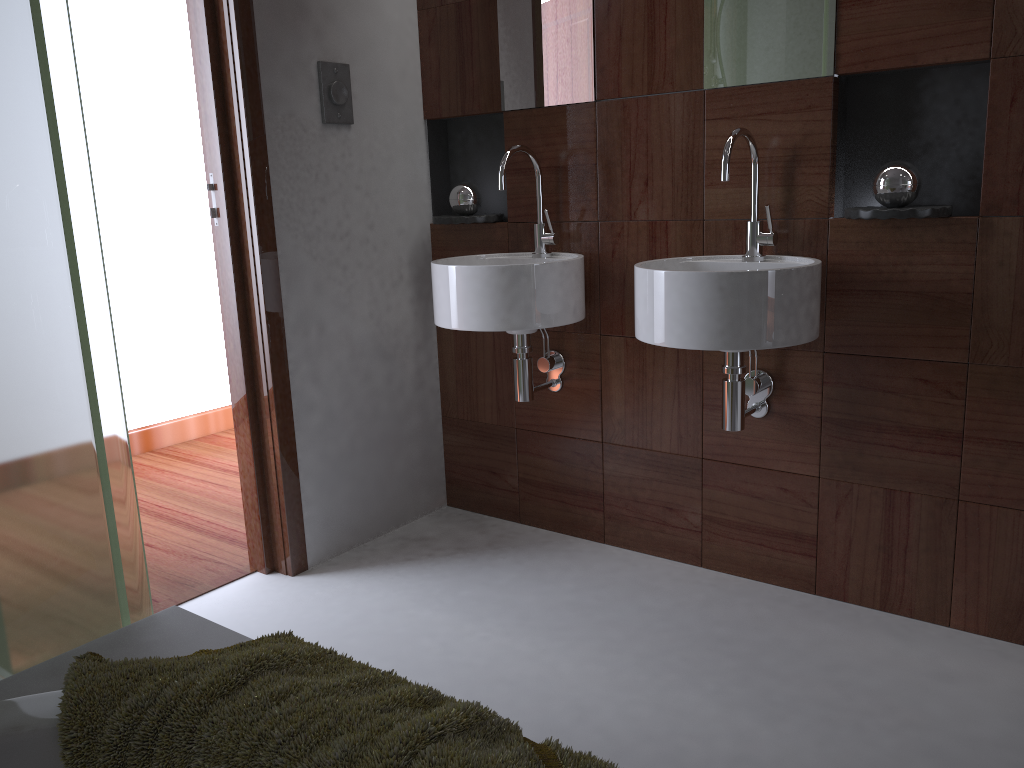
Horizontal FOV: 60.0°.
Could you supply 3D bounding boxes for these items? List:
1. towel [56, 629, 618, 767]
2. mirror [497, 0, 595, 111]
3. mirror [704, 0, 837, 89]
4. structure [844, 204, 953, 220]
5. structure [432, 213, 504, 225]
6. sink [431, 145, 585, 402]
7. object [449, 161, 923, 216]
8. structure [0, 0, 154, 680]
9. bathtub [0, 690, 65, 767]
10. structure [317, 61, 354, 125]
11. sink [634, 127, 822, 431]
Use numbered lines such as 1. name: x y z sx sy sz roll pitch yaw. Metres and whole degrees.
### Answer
1. towel: -0.141 0.571 0.975 0.890 0.452 0.349 5 15 32
2. mirror: 0.085 -1.085 2.408 0.316 0.635 0.010 7 16 37
3. mirror: 0.588 -1.022 2.028 0.316 0.635 0.010 7 16 37
4. structure: 0.861 -0.384 1.980 0.220 0.023 0.222 4 14 27
5. structure: -0.134 -0.509 2.732 0.222 0.023 0.220 -3 13 -2
6. sink: -0.010 -0.284 2.420 0.415 0.715 0.417 7 16 37
7. object: 0.355 -0.502 2.332 1.350 0.104 0.104 7 16 37
8. structure: -1.170 -0.160 1.054 0.765 2.079 1.015 7 16 37
9. bathtub: -0.126 0.702 0.474 1.683 0.424 0.881 7 16 37
10. structure: -0.487 -0.808 2.466 0.028 0.164 0.109 7 16 37
11. sink: 0.492 -0.221 2.041 0.415 0.715 0.417 7 16 37
